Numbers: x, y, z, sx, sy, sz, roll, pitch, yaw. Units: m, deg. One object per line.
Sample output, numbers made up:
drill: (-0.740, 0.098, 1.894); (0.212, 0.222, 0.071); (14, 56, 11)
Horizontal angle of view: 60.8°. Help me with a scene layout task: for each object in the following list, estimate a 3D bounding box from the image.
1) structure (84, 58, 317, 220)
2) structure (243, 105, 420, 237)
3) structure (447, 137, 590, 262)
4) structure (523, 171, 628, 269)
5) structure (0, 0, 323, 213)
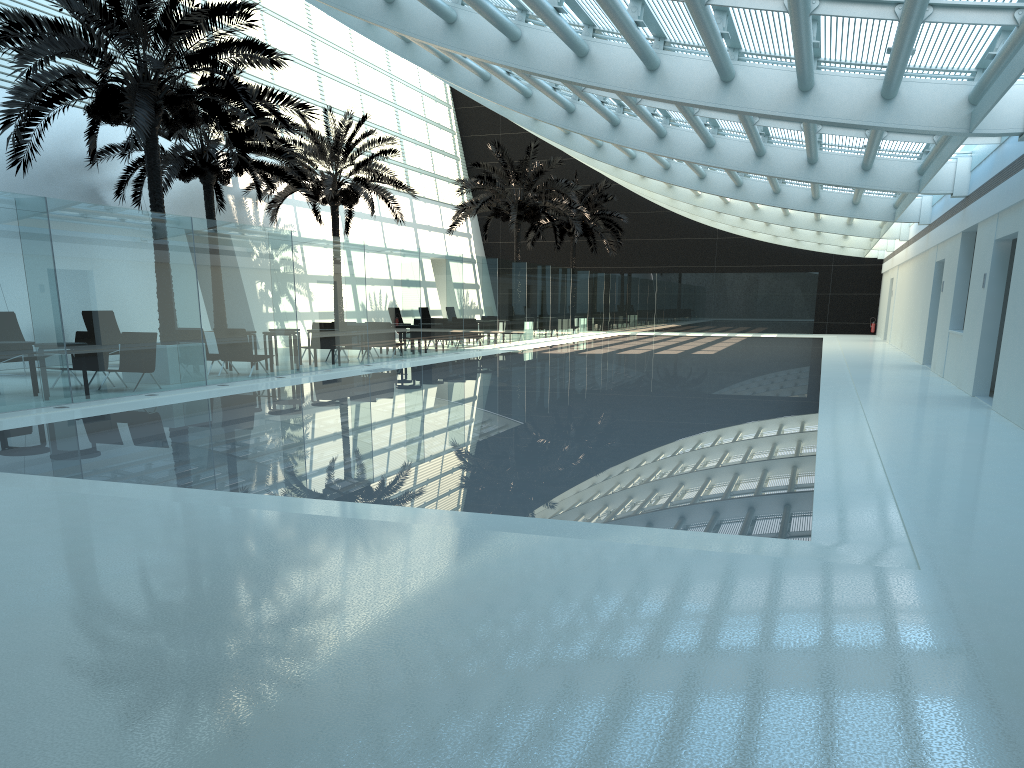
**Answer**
structure: (-7.175, -4.060, 20.635); (4.643, 7.078, 4.119); (0, 12, -2)
structure: (-5.392, -4.609, 26.195); (4.576, 7.141, 4.182); (-9, 15, -36)
structure: (0.229, -5.194, 31.932); (4.813, 7.271, 4.288); (3, 13, 12)
structure: (2.938, -5.887, 39.393); (4.458, 7.269, 4.632); (0, 12, -2)
structure: (-6.073, -3.562, 14.374); (4.750, 7.270, 4.347); (9, 15, 37)
